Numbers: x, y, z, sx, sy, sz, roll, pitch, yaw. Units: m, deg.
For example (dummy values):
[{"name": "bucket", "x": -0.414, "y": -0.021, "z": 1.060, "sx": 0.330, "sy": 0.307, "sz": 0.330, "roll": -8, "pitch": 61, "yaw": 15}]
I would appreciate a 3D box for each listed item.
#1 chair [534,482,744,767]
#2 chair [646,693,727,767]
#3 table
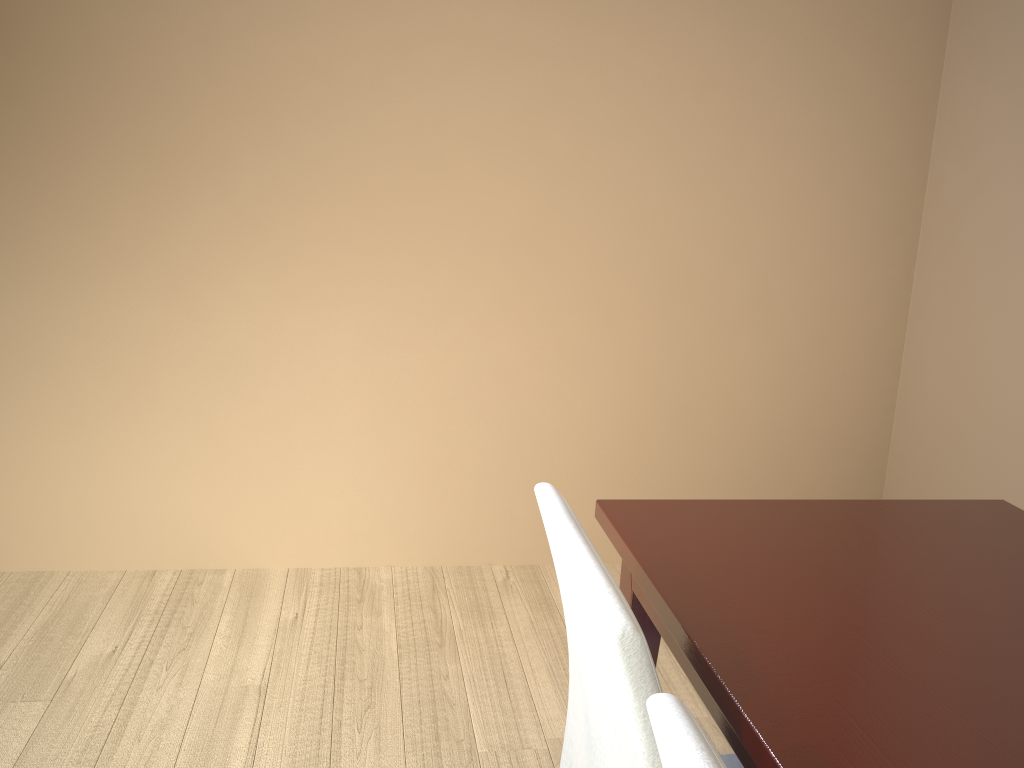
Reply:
[{"name": "chair", "x": 0.271, "y": 0.559, "z": 1.054, "sx": 0.505, "sy": 0.817, "sz": 0.405, "roll": 2, "pitch": 11, "yaw": -10}, {"name": "chair", "x": 0.346, "y": 0.671, "z": 0.611, "sx": 0.505, "sy": 0.817, "sz": 0.405, "roll": 2, "pitch": 11, "yaw": -10}, {"name": "table", "x": 0.629, "y": 0.743, "z": 0.714, "sx": 0.751, "sy": 0.671, "sz": 1.784, "roll": 2, "pitch": 13, "yaw": -10}]
